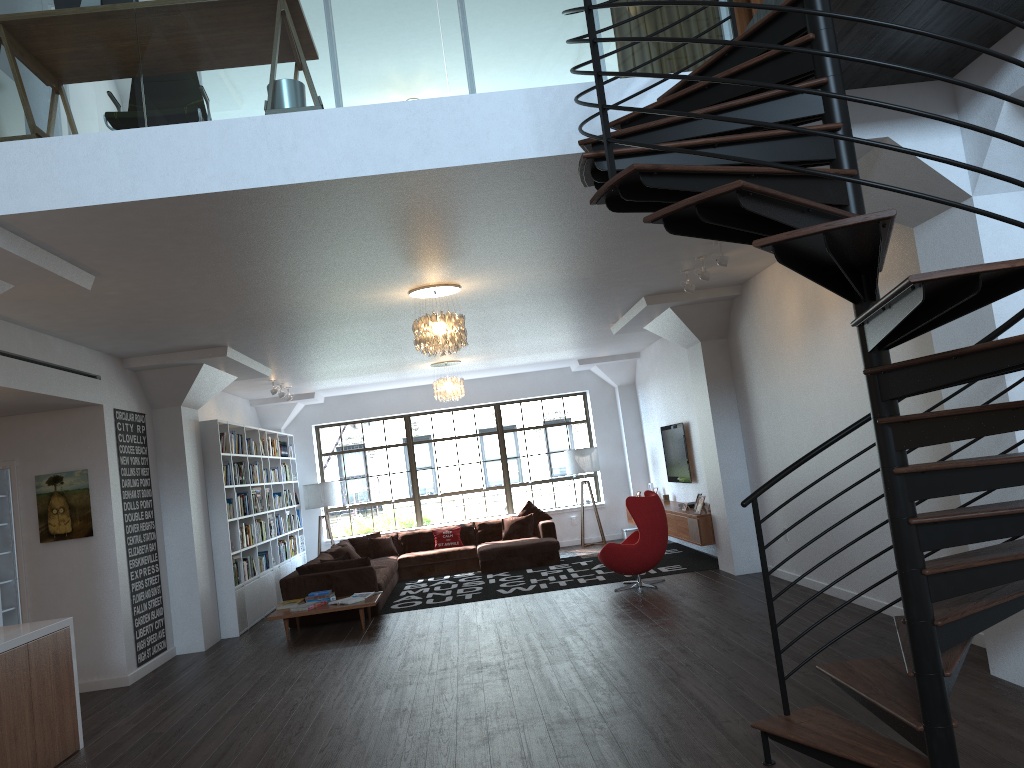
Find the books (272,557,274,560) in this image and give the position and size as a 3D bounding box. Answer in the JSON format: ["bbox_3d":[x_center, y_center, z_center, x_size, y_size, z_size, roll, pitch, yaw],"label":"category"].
[{"bbox_3d":[-3.391,2.403,12.094,0.254,0.032,0.174,-8,-5,1],"label":"books"}]

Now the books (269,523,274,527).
[{"bbox_3d":[-3.410,1.945,12.170,0.253,0.040,0.183,-7,-5,-4],"label":"books"}]

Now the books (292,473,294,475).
[{"bbox_3d":[-3.611,1.451,14.146,0.204,0.025,0.144,-10,-6,26],"label":"books"}]

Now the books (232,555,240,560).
[{"bbox_3d":[-3.229,1.981,10.071,0.223,0.027,0.161,-8,-5,6],"label":"books"}]

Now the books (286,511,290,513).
[{"bbox_3d":[-3.472,1.933,13.299,0.224,0.030,0.161,-8,-5,6],"label":"books"}]

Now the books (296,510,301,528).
[{"bbox_3d":[-3.493,2.175,14.265,0.176,0.290,0.053,-7,-5,-4],"label":"books"}]

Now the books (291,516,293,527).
[{"bbox_3d":[-3.454,2.146,13.625,0.161,0.223,0.032,-7,-5,-4],"label":"books"}]

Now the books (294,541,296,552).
[{"bbox_3d":[-3.401,2.530,13.621,0.144,0.207,0.048,-7,-5,-4],"label":"books"}]

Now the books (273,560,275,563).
[{"bbox_3d":[-3.382,2.434,12.089,0.284,0.033,0.197,-6,-5,-19],"label":"books"}]

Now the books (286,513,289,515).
[{"bbox_3d":[-3.467,1.962,13.288,0.223,0.031,0.161,-7,-5,-4],"label":"books"}]

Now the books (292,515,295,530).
[{"bbox_3d":[-3.469,2.160,13.783,0.168,0.228,0.139,-7,-5,-4],"label":"books"}]

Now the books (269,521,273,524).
[{"bbox_3d":[-3.409,1.910,12.179,0.223,0.032,0.161,-7,-5,-4],"label":"books"}]

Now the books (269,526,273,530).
[{"bbox_3d":[-3.401,1.985,12.174,0.231,0.044,0.168,-7,-5,-9],"label":"books"}]

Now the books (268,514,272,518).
[{"bbox_3d":[-3.408,1.823,12.174,0.185,0.041,0.129,-8,-5,11],"label":"books"}]

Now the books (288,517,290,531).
[{"bbox_3d":[-3.433,2.118,13.339,0.161,0.223,0.030,-7,-5,-4],"label":"books"}]

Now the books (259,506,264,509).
[{"bbox_3d":[-3.404,1.648,11.739,0.160,0.039,0.251,-8,-5,1],"label":"books"}]

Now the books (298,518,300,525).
[{"bbox_3d":[-3.483,2.205,14.161,0.161,0.213,0.146,-7,-5,-4],"label":"books"}]

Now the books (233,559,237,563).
[{"bbox_3d":[-3.233,2.021,10.089,0.174,0.045,0.240,-6,-5,-14],"label":"books"}]

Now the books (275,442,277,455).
[{"bbox_3d":[-3.572,0.968,13.122,0.160,0.250,0.026,-7,-5,-4],"label":"books"}]

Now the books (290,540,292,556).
[{"bbox_3d":[-3.391,2.473,13.262,0.183,0.253,0.037,-7,-5,-4],"label":"books"}]

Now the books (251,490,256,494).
[{"bbox_3d":[-3.399,1.396,11.377,0.174,0.045,0.240,-7,-5,-4],"label":"books"}]

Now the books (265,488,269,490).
[{"bbox_3d":[-3.452,1.450,12.119,0.224,0.030,0.161,-8,-5,6],"label":"books"}]

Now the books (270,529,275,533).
[{"bbox_3d":[-3.410,2.030,12.183,0.259,0.040,0.180,-7,-5,-4],"label":"books"}]

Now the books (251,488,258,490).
[{"bbox_3d":[-3.395,1.357,11.358,0.223,0.027,0.161,-8,-5,6],"label":"books"}]

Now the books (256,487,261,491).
[{"bbox_3d":[-3.433,1.402,11.785,0.129,0.043,0.185,-8,-5,11],"label":"books"}]

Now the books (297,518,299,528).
[{"bbox_3d":[-3.470,2.177,14.013,0.172,0.235,0.112,-7,-5,-4],"label":"books"}]

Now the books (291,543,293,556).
[{"bbox_3d":[-3.400,2.486,13.375,0.160,0.250,0.027,-7,-5,-4],"label":"books"}]

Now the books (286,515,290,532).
[{"bbox_3d":[-3.435,2.097,13.269,0.174,0.251,0.051,-7,-5,-4],"label":"books"}]

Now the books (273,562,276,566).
[{"bbox_3d":[-3.378,2.468,12.086,0.284,0.035,0.197,-7,-5,-4],"label":"books"}]

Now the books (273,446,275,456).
[{"bbox_3d":[-3.566,0.961,12.947,0.168,0.231,0.037,-7,-5,-4],"label":"books"}]

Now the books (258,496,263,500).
[{"bbox_3d":[-3.423,1.524,11.756,0.183,0.042,0.253,-7,-5,-4],"label":"books"}]

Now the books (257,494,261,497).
[{"bbox_3d":[-3.435,1.490,11.765,0.161,0.033,0.223,-7,-5,-4],"label":"books"}]

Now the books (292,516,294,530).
[{"bbox_3d":[-3.456,2.162,13.696,0.161,0.221,0.035,-7,-5,-4],"label":"books"}]

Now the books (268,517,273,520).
[{"bbox_3d":[-3.400,1.856,12.179,0.208,0.024,0.144,-8,-5,1],"label":"books"}]

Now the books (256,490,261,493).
[{"bbox_3d":[-3.436,1.437,11.785,0.144,0.024,0.208,-8,-5,1],"label":"books"}]

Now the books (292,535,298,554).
[{"bbox_3d":[-3.431,2.507,13.796,0.176,0.290,0.053,-7,-5,-4],"label":"books"}]

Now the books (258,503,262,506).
[{"bbox_3d":[-3.433,1.612,11.737,0.180,0.042,0.259,-7,-5,-4],"label":"books"}]

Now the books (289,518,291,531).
[{"bbox_3d":[-3.451,2.118,13.441,0.171,0.246,0.036,-7,-5,-4],"label":"books"}]

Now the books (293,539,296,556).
[{"bbox_3d":[-3.409,2.502,13.526,0.189,0.247,0.057,-7,-5,-4],"label":"books"}]

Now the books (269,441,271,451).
[{"bbox_3d":[-3.551,0.944,12.734,0.161,0.223,0.027,-7,-5,-4],"label":"books"}]

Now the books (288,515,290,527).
[{"bbox_3d":[-3.451,2.110,13.373,0.183,0.253,0.039,-7,-5,-4],"label":"books"}]

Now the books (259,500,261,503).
[{"bbox_3d":[-3.426,1.568,11.756,0.168,0.045,0.231,-7,-5,-9],"label":"books"}]

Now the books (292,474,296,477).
[{"bbox_3d":[-3.604,1.478,14.140,0.254,0.032,0.174,-11,-6,31],"label":"books"}]

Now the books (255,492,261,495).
[{"bbox_3d":[-3.454,1.466,11.790,0.223,0.027,0.161,-6,-5,-14],"label":"books"}]

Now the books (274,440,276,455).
[{"bbox_3d":[-3.564,0.956,13.016,0.183,0.253,0.034,-7,-5,-4],"label":"books"}]

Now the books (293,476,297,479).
[{"bbox_3d":[-3.602,1.511,14.142,0.284,0.033,0.197,-8,-5,11],"label":"books"}]

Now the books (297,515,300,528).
[{"bbox_3d":[-3.475,2.199,14.111,0.161,0.213,0.118,-7,-5,-4],"label":"books"}]

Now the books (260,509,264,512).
[{"bbox_3d":[-3.396,1.687,11.738,0.171,0.039,0.246,-7,-5,-4],"label":"books"}]

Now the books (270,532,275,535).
[{"bbox_3d":[-3.400,2.065,12.156,0.251,0.037,0.160,-8,-5,1],"label":"books"}]

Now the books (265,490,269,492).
[{"bbox_3d":[-3.447,1.478,12.108,0.223,0.031,0.161,-7,-5,-4],"label":"books"}]

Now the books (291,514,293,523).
[{"bbox_3d":[-3.463,2.137,13.661,0.160,0.251,0.039,-7,-5,-4],"label":"books"}]

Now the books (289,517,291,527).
[{"bbox_3d":[-3.456,2.119,13.478,0.160,0.251,0.036,-7,-5,-4],"label":"books"}]

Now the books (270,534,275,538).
[{"bbox_3d":[-3.393,2.102,12.150,0.246,0.038,0.171,-7,-5,-4],"label":"books"}]

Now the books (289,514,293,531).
[{"bbox_3d":[-3.457,2.126,13.561,0.183,0.253,0.042,-7,-5,-4],"label":"books"}]

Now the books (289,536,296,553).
[{"bbox_3d":[-3.398,2.480,13.580,0.140,0.298,0.044,-7,-5,-4],"label":"books"}]
